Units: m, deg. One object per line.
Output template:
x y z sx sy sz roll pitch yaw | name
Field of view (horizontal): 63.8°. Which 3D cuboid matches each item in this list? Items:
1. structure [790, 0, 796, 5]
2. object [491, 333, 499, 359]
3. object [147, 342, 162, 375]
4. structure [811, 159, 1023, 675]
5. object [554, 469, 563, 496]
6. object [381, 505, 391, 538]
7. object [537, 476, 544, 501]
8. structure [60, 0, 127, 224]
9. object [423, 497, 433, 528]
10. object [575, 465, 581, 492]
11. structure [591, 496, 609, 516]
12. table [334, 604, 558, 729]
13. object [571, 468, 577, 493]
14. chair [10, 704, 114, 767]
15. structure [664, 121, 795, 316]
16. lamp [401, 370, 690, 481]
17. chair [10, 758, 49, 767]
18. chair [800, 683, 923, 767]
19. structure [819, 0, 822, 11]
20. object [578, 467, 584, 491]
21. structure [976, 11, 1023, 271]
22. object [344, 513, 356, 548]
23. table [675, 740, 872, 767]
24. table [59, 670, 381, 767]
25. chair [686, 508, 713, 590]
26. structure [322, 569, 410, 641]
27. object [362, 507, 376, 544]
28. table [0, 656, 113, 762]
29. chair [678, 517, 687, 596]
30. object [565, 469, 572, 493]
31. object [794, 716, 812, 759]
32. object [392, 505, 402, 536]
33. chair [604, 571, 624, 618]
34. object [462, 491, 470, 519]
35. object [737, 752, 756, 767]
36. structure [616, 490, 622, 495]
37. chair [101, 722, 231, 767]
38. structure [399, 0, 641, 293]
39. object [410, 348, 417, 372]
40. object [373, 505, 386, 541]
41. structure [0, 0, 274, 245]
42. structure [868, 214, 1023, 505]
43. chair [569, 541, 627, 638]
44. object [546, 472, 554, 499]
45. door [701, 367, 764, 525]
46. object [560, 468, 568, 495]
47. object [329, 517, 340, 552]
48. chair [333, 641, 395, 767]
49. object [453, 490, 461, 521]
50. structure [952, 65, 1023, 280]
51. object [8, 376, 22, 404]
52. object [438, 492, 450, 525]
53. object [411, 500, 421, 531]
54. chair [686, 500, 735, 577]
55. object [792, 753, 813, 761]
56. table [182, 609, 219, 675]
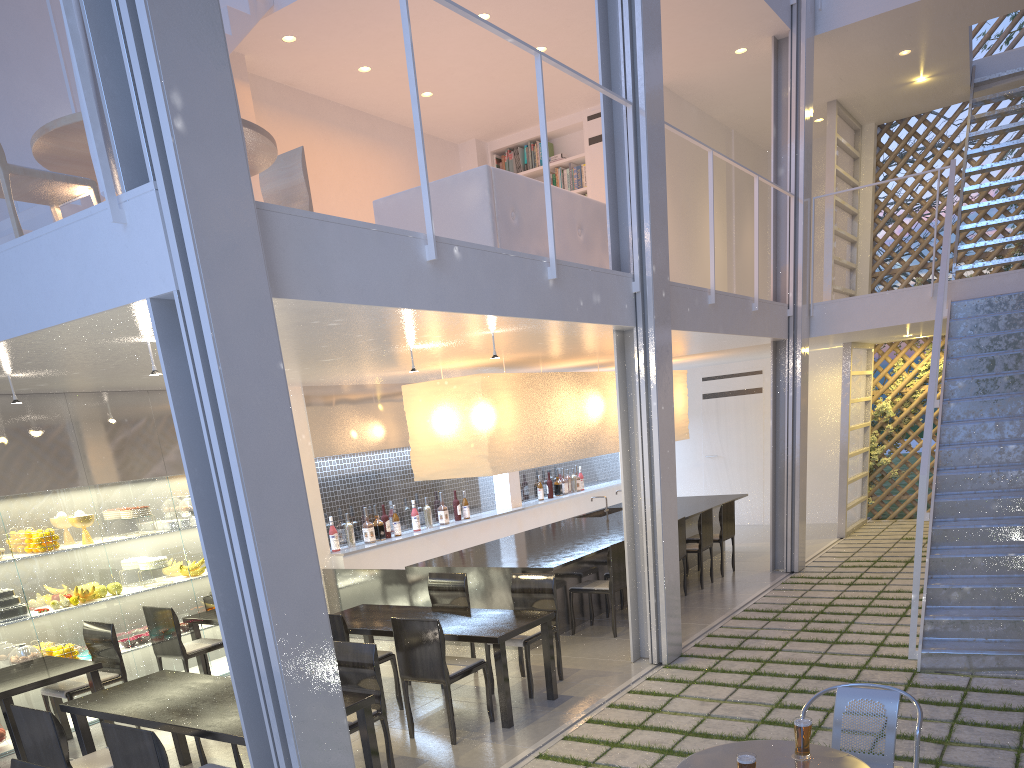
0.814 -2.036 3.067 0.027 0.594 1.611 7 7 35 | structure
-0.057 -0.122 2.598 0.028 0.085 0.027 9 21 43 | object
-0.880 -0.063 2.011 0.028 0.085 0.027 9 21 43 | object
1.713 0.005 3.405 1.180 2.101 1.828 1 11 28 | structure
0.340 0.728 6.083 0.045 0.218 0.042 5 19 32 | object
-1.301 0.740 3.797 0.066 0.311 2.032 6 5 35 | object
0.201 0.746 5.888 0.042 0.195 0.037 -4 16 4 | object
-1.605 0.156 1.358 1.356 1.918 1.347 1 13 33 | structure
-0.503 0.768 4.904 0.045 0.200 0.041 -8 16 -9 | object
0.494 0.722 6.295 0.045 0.217 0.043 -10 17 -14 | object
0.531 0.747 5.021 0.112 0.132 0.032 0 16 32 | structure
-0.313 1.026 3.052 0.917 0.352 0.330 -6 6 33 | table
0.468 0.732 6.244 0.045 0.200 0.042 5 19 32 | object
-1.100 1.018 2.182 0.189 0.470 0.221 4 16 33 | chair
0.947 -0.626 3.502 0.027 0.594 1.611 7 7 35 | structure
0.329 0.182 4.531 0.446 0.453 2.184 0 2 35 | lamp
-0.979 0.976 1.599 0.189 0.470 0.221 4 16 33 | chair
0.700 0.826 1.698 0.260 0.407 0.230 2 14 33 | chair
1.901 -2.128 3.492 1.141 0.605 0.025 -5 15 32 | structure
0.531 0.729 6.345 0.042 0.199 0.041 11 23 44 | object
3.732 -1.838 5.538 1.100 4.850 3.078 5 15 32 | structure
-1.387 0.743 3.673 0.045 0.312 1.775 7 6 36 | object
0.473 0.862 1.500 0.348 0.358 0.325 -6 8 -4 | table
-0.823 1.044 2.328 0.917 0.352 0.330 -6 6 33 | table
0.970 0.917 4.565 0.238 0.470 0.175 2 16 30 | chair
-0.715 1.101 4.108 0.556 0.394 0.011 -4 15 32 | structure
-1.327 0.738 3.710 0.046 0.312 1.891 7 6 35 | object
-1.654 1.160 2.870 0.358 0.355 0.330 -1 9 34 | table
0.770 0.925 4.313 0.239 0.470 0.175 1 16 28 | chair
0.425 0.735 6.210 0.045 0.200 0.041 -8 16 -9 | object
0.529 0.645 1.499 0.031 0.082 0.029 -8 15 -11 | object
-1.323 0.737 3.726 0.057 0.316 2.303 7 6 36 | object
0.594 0.931 4.045 0.238 0.470 0.176 2 16 30 | chair
-0.293 0.763 5.180 0.042 0.195 0.037 -4 16 4 | object
0.391 0.653 1.372 0.031 0.082 0.029 -8 15 -11 | object
0.716 0.740 5.283 0.112 0.132 0.032 0 16 32 | structure
-0.758 0.970 1.958 0.189 0.470 0.221 4 16 33 | chair
-0.063 -0.590 2.072 0.027 0.594 1.609 7 7 35 | structure
-0.337 -0.082 2.781 0.028 0.085 0.027 9 21 43 | object
-1.302 0.737 3.746 0.104 0.312 1.966 6 6 37 | object
-1.411 -0.451 1.839 1.708 3.553 3.435 4 12 34 | structure
2.987 -0.038 5.697 1.133 2.140 0.269 2 18 31 | structure
0.405 0.938 3.785 0.237 0.470 0.176 3 17 34 | chair
0.272 0.735 5.960 0.044 0.207 0.042 2 18 24 | object
-0.167 0.643 4.779 5.285 1.281 0.462 -4 10 -42 | door
0.385 0.728 6.152 0.045 0.217 0.043 6 20 34 | object
-0.800 0.372 3.092 1.676 0.874 1.740 -5 2 32 | object
-0.502 0.961 2.322 0.189 0.470 0.221 4 16 33 | chair
-0.345 0.759 5.133 0.044 0.207 0.042 2 18 24 | object
2.754 -1.497 4.434 0.532 2.020 1.165 4 15 29 | structure
-1.444 0.016 2.380 0.028 0.085 0.027 9 21 43 | object
-0.421 0.756 4.991 0.045 0.217 0.043 6 20 34 | object
-0.565 0.769 4.802 0.043 0.199 0.040 6 20 33 | object
1.158 0.910 4.825 0.237 0.470 0.177 4 17 34 | chair
-0.678 0.629 2.225 2.906 0.460 0.056 -8 13 33 | object
-1.143 1.142 3.594 0.358 0.355 0.330 -1 9 34 | table
